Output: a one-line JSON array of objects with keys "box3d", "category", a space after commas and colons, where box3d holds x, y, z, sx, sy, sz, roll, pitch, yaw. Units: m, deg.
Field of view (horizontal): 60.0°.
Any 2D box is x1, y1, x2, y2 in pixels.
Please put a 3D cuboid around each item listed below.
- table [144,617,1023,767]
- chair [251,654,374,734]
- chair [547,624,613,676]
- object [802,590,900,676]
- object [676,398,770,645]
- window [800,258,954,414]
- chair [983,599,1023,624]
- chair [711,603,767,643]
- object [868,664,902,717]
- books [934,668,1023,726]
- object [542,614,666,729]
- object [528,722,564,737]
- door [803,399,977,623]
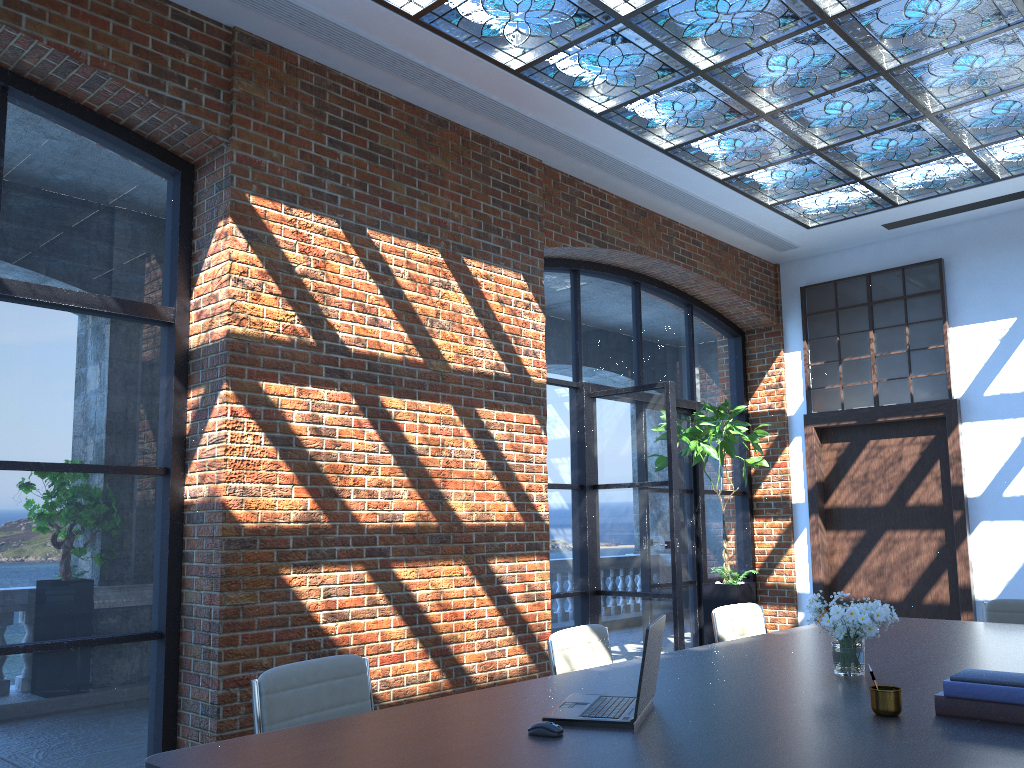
[{"box3d": [1.257, 1.477, 3.195, 1.815, 0.806, 4.515, -9, -12, 43], "category": "table"}, {"box3d": [-0.429, 1.393, 2.885, 0.707, 0.918, 0.562, -6, -9, 32], "category": "chair"}, {"box3d": [0.565, 1.527, 3.792, 0.707, 0.918, 0.562, -6, -9, 32], "category": "chair"}, {"box3d": [1.281, 0.938, 3.348, 0.336, 0.308, 0.330, 5, -10, -36], "category": "object"}, {"box3d": [1.832, 1.352, 7.658, 0.948, 2.478, 1.327, -8, -10, 43], "category": "object"}, {"box3d": [3.361, -0.399, 8.261, 1.332, 1.285, 0.059, -9, -10, 43], "category": "window"}, {"box3d": [2.794, 1.661, 4.807, 0.561, 0.918, 0.708, -8, -11, 43], "category": "chair"}, {"box3d": [1.506, 1.675, 4.781, 0.708, 0.918, 0.561, -8, -11, 43], "category": "chair"}, {"box3d": [1.105, 0.906, 2.622, 0.091, 0.141, 0.092, -4, -8, 21], "category": "object"}, {"box3d": [1.431, 0.911, 2.598, 0.295, 0.114, 0.255, -9, -12, 41], "category": "books"}, {"box3d": [0.290, 0.862, 2.706, 0.323, 0.281, 0.392, -3, -9, 16], "category": "object"}, {"box3d": [0.091, 0.944, 2.428, 0.101, 0.034, 0.059, -5, -10, 23], "category": "object"}, {"box3d": [3.429, 1.424, 8.074, 1.404, 2.423, 0.201, -8, -10, 43], "category": "door"}]
